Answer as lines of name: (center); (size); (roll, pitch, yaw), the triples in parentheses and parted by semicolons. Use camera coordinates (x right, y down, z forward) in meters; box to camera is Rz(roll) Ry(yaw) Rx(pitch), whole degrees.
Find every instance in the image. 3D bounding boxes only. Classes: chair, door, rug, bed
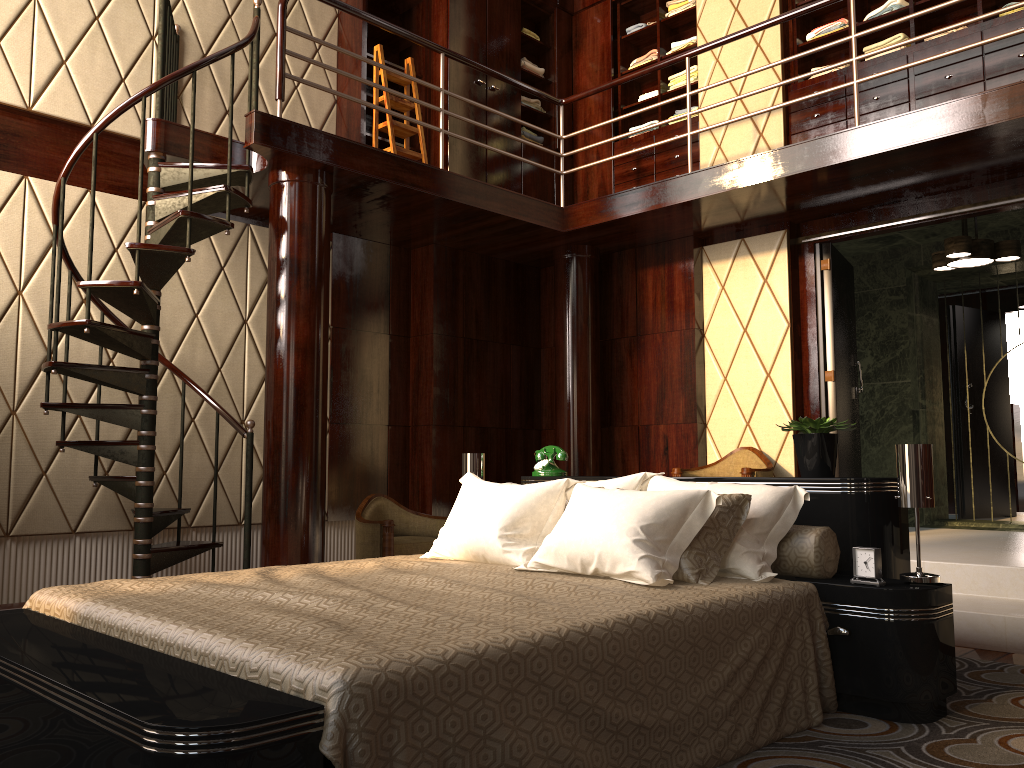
chair: (1.277, 0.641, 5.227); (0.571, 0.550, 0.462); (-6, -8, 44)
door: (2.545, 0.018, 5.222); (1.435, 1.820, 0.828); (-5, -8, 43)
rug: (-0.104, 0.915, 2.327); (2.910, 0.006, 3.735); (-6, -8, 44)
bed: (-0.119, 0.605, 2.536); (1.985, 0.660, 2.381); (-6, -8, 44)
chair: (-0.644, 0.911, 5.092); (0.462, 0.550, 0.571); (-6, -8, 44)

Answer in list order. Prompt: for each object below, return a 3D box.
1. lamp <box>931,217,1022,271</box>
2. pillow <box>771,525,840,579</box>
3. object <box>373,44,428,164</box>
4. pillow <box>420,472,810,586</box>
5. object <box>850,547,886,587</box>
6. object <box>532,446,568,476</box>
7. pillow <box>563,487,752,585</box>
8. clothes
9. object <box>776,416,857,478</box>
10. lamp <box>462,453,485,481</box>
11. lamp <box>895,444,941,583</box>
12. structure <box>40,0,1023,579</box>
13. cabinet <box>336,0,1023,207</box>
lamp: (2.815, -0.913, 5.541); (0.515, 0.347, 0.467); (1, -6, -15)
pillow: (0.457, 0.551, 3.133); (1.396, 0.167, 0.173); (-6, -8, 44)
object: (-0.679, -1.636, 5.536); (0.258, 0.974, 0.275); (-6, -8, 44)
pillow: (0.244, 0.450, 2.910); (0.685, 0.320, 1.322); (5, -8, -44)
object: (1.001, 0.514, 2.500); (0.034, 0.103, 0.088); (4, -7, -37)
object: (0.167, 0.331, 3.813); (0.158, 0.131, 0.178); (-1, -6, 7)
pillow: (0.244, 0.472, 2.872); (0.293, 0.271, 1.123); (5, -8, -45)
clothes: (2.062, -2.349, 5.489); (4.996, 0.954, 0.818); (-4, -7, 37)
object: (1.022, 0.211, 2.977); (0.256, 0.205, 0.241); (-3, -6, 26)
lamp: (-0.162, 0.489, 3.774); (0.109, 0.385, 0.106); (4, -7, -38)
lamp: (1.157, 0.366, 2.533); (0.109, 0.385, 0.106); (4, -7, -38)
structure: (0.984, -0.567, 3.587); (6.107, 3.189, 3.750); (-6, -8, 44)
cabinet: (1.866, -2.392, 4.670); (6.767, 2.432, 2.576); (-6, -8, 44)
